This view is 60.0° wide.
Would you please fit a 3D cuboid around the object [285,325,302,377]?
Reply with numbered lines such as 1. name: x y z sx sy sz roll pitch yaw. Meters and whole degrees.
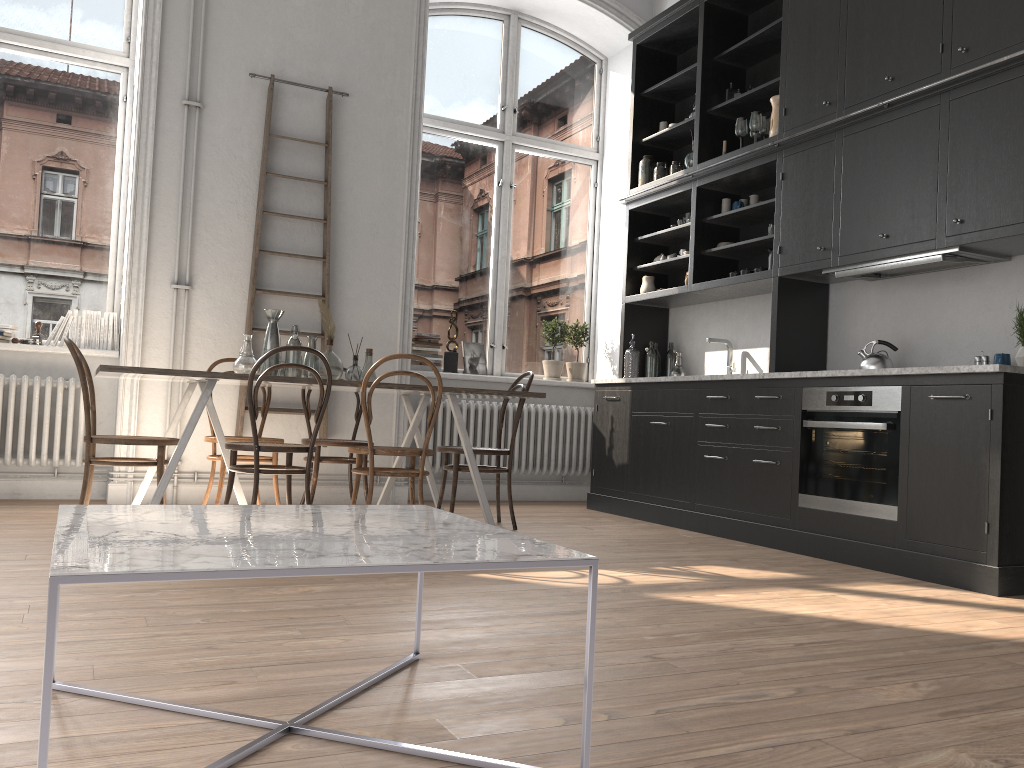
1. object: -1.180 -0.168 4.801 0.086 0.301 0.086 4 -2 -40

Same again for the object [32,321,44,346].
1. object: -2.925 -0.312 5.475 0.088 0.153 0.048 1 -2 34

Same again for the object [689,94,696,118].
1. object: 1.311 -1.929 6.234 0.132 0.219 0.132 1 -2 38

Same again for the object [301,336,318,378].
1. object: -1.112 -0.137 4.915 0.100 0.255 0.098 1 -2 41

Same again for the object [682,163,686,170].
1. object: 1.245 -1.522 6.504 0.092 0.184 0.092 2 -2 29

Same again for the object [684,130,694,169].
1. object: 1.250 -1.631 6.055 0.134 0.357 0.134 2 -2 19

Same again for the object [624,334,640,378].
1. object: 0.883 -0.197 6.518 0.109 0.349 0.109 1 -3 45

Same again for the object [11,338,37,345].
1. object: -3.029 -0.265 5.485 0.088 0.048 0.153 2 -2 14

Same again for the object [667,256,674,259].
1. object: 1.152 -0.903 6.414 0.055 0.033 0.058 1 -3 38

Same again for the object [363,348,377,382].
1. object: -0.817 -0.096 5.053 0.101 0.211 0.101 2 -2 13

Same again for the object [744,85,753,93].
1. object: 1.592 -1.906 5.931 0.065 0.177 0.084 3 -2 -4

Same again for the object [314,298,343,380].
1. object: -0.984 -0.231 4.800 0.157 0.446 0.157 3 -2 -8

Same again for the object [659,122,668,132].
1. object: 1.129 -1.880 6.624 0.059 0.135 0.082 3 -2 2

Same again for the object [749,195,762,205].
1. object: 1.585 -1.159 5.771 0.059 0.135 0.082 5 -3 -43

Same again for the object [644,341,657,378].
1. object: 1.017 -0.164 6.511 0.086 0.301 0.086 4 -2 -40

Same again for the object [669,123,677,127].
1. object: 1.198 -1.860 6.537 0.096 0.095 0.096 2 -2 8

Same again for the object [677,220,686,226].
1. object: 1.201 -1.123 6.278 0.064 0.069 0.064 2 -2 21

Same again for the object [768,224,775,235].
1. object: 1.595 -0.933 5.443 0.058 0.094 0.058 2 -2 13

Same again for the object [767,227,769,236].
1. object: 1.608 -0.930 5.514 0.058 0.094 0.058 2 -2 13

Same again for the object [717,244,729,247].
1. object: -1.391 -0.155 5.126 5.828 1.842 0.792 4 -2 -21

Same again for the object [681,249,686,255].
1. object: 1.211 -0.922 6.278 0.039 0.055 0.049 3 -2 -6

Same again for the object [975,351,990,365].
1. object: 2.267 -0.101 4.278 0.040 0.116 0.080 3 -2 -21

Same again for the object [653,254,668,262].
1. object: 1.108 -0.913 6.568 0.140 0.100 0.125 5 -3 -45

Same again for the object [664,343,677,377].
1. object: 1.172 -0.155 6.557 0.086 0.301 0.086 2 -2 19

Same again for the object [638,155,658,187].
1. object: 1.007 -1.563 6.559 0.118 0.238 0.118 4 -3 -41

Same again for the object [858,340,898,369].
1. object: 1.935 -0.142 4.706 0.171 0.186 0.171 3 -2 -15

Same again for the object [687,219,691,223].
1. object: 1.248 -1.115 6.148 0.071 0.047 0.072 2 -2 12

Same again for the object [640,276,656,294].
1. object: 1.007 -0.715 6.533 0.115 0.144 0.127 1 -3 43

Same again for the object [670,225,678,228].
1. object: 1.169 -1.110 6.355 0.071 0.047 0.072 2 -2 12

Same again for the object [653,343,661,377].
1. object: 1.068 -0.158 6.624 0.086 0.301 0.086 3 -2 -12

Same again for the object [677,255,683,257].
1. object: 1.211 -0.898 6.273 0.085 0.016 0.085 2 -2 14

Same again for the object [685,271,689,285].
1. object: 1.218 -0.713 6.067 0.069 0.123 0.173 3 -2 6

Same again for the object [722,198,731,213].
1. object: 1.431 -1.160 5.910 0.059 0.135 0.082 2 -2 32

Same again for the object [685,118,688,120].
1. object: 1.296 -1.877 6.503 0.059 0.135 0.082 3 -2 -3

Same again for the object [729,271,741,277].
1. object: 1.427 -0.689 5.638 0.088 0.059 0.104 4 -3 -38

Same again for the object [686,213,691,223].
1. object: 1.246 -1.142 6.219 0.060 0.107 0.060 3 -2 1

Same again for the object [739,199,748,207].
1. object: 1.529 -1.156 5.899 0.082 0.135 0.059 3 -2 2

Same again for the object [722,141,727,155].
1. object: 1.406 -1.533 5.866 0.123 0.161 0.123 3 -2 -17

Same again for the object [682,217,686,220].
1. object: 1.251 -1.136 6.361 0.060 0.107 0.060 2 -2 31

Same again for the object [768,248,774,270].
1. object: 1.614 -0.757 5.351 0.124 0.191 0.129 3 -2 2

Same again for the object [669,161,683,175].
1. object: 1.179 -1.518 6.371 0.096 0.150 0.096 4 -2 -38

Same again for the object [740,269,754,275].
1. object: 1.470 -0.691 5.533 0.104 0.059 0.088 1 -3 42

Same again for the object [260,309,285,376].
1. object: -1.316 -0.213 4.859 0.116 0.383 0.116 3 -2 -15

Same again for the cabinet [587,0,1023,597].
1. cabinet: 1.612 -0.878 5.240 0.635 3.582 3.251 4 -2 -26

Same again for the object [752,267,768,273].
1. object: 1.533 -0.691 5.453 0.104 0.059 0.088 3 -2 -18

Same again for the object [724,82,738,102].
1. object: 1.467 -1.923 5.937 0.084 0.199 0.065 3 -2 -4

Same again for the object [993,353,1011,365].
1. object: 2.297 -0.094 4.166 0.140 0.093 0.082 4 -3 -36

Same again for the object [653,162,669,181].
1. object: 1.086 -1.523 6.438 0.114 0.155 0.114 4 -2 -23

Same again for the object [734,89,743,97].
1. object: 1.494 -1.887 5.851 0.053 0.125 0.041 2 -2 31

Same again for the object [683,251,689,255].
1. object: 1.220 -0.900 6.209 0.049 0.054 0.039 3 -2 -1

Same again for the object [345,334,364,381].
1. object: -0.872 -0.138 4.942 0.107 0.283 0.107 4 -2 -31

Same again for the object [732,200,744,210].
1. object: 1.477 -1.141 5.803 0.082 0.093 0.140 2 -2 29

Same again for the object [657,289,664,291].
1. object: 1.137 -0.659 6.421 0.180 0.037 0.180 5 -3 -41

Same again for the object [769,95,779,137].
1. object: 1.600 -1.597 5.351 0.094 0.267 0.116 2 -2 16

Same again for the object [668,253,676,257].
1. object: 1.153 -0.922 6.415 0.055 0.047 0.058 3 -2 -11

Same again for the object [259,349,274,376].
1. object: -1.308 -0.104 4.736 0.083 0.158 0.083 4 -2 -30
